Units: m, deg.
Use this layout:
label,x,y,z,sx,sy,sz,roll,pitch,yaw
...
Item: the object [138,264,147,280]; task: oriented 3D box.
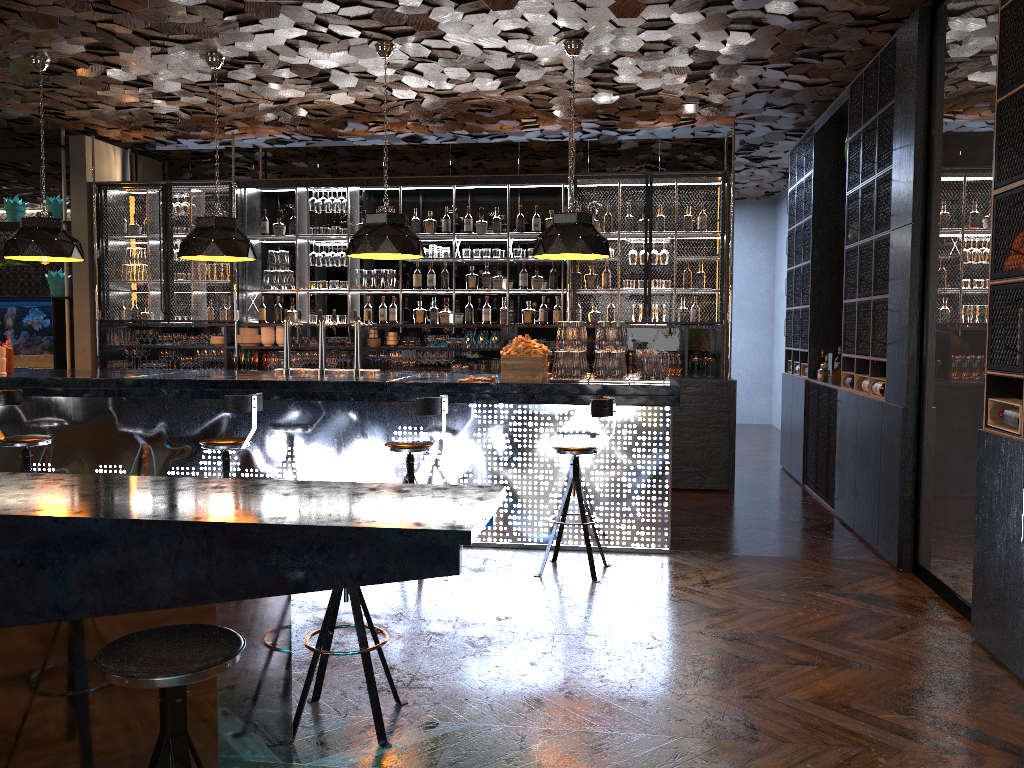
label,x,y,z,sx,sy,sz,roll,pitch,yaw
object,-4.063,-1.224,9.761,0.092,0.182,0.092,0,4,2

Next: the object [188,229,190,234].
label,x,y,z,sx,sy,sz,roll,pitch,yaw
object,-3.533,-1.669,9.779,0.077,0.080,0.077,4,5,43

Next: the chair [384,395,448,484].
label,x,y,z,sx,sy,sz,roll,pitch,yaw
chair,-0.627,0.626,5.670,0.476,1.108,0.419,2,4,22

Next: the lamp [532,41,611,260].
label,x,y,z,sx,sy,sz,roll,pitch,yaw
lamp,0.448,-1.732,6.602,0.582,1.564,0.607,1,4,7

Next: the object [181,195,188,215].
label,x,y,z,sx,sy,sz,roll,pitch,yaw
object,-3.593,-1.964,9.737,0.081,0.213,0.081,1,4,13

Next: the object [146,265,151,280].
label,x,y,z,sx,sy,sz,roll,pitch,yaw
object,-4.061,-1.230,9.858,0.092,0.182,0.092,0,4,2

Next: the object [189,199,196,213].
label,x,y,z,sx,sy,sz,roll,pitch,yaw
object,-3.503,-1.963,9.725,0.081,0.213,0.081,1,4,13

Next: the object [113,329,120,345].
label,x,y,z,sx,sy,sz,roll,pitch,yaw
object,-4.310,-0.512,9.653,0.067,0.174,0.067,-3,5,-43

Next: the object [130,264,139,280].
label,x,y,z,sx,sy,sz,roll,pitch,yaw
object,-4.161,-1.226,9.784,0.092,0.182,0.092,0,4,2

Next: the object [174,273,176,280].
label,x,y,z,sx,sy,sz,roll,pitch,yaw
object,-3.712,-1.167,9.702,0.077,0.080,0.077,-1,4,-14

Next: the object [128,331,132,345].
label,x,y,z,sx,sy,sz,roll,pitch,yaw
object,-4.207,-0.506,9.743,0.058,0.152,0.051,-2,4,-31

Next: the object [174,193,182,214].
label,x,y,z,sx,sy,sz,roll,pitch,yaw
object,-3.612,-1.955,9.594,0.081,0.213,0.081,1,4,13

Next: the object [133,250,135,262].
label,x,y,z,sx,sy,sz,roll,pitch,yaw
object,-4.206,-1.414,9.876,0.092,0.182,0.092,0,4,2

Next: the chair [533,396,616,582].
label,x,y,z,sx,sy,sz,roll,pitch,yaw
chair,0.422,0.635,5.601,0.476,1.108,0.419,1,4,17

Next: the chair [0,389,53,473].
label,x,y,z,sx,sy,sz,roll,pitch,yaw
chair,-3.232,0.602,5.858,0.476,1.108,0.419,1,4,7

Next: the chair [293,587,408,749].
label,x,y,z,sx,sy,sz,roll,pitch,yaw
chair,-0.641,0.913,3.436,0.419,0.813,0.419,0,4,2

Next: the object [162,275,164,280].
label,x,y,z,sx,sy,sz,roll,pitch,yaw
object,-3.807,-1.171,9.752,0.077,0.080,0.077,2,4,19

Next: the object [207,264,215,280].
label,x,y,z,sx,sy,sz,roll,pitch,yaw
object,-3.291,-1.218,9.725,0.092,0.182,0.092,0,4,2

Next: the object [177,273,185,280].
label,x,y,z,sx,sy,sz,roll,pitch,yaw
object,-3.595,-1.163,9.633,0.077,0.080,0.077,0,4,3

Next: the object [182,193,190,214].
label,x,y,z,sx,sy,sz,roll,pitch,yaw
object,-3.522,-1.954,9.583,0.081,0.213,0.081,1,4,13

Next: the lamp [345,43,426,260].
label,x,y,z,sx,sy,sz,roll,pitch,yaw
lamp,-0.952,-1.743,6.662,0.582,1.564,0.607,1,4,7

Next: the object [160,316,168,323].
label,x,y,z,sx,sy,sz,roll,pitch,yaw
object,-3.815,-0.704,9.724,0.077,0.080,0.077,-3,5,-43

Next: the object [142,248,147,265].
label,x,y,z,sx,sy,sz,roll,pitch,yaw
object,-4.105,-1.412,9.853,0.092,0.182,0.092,0,4,2

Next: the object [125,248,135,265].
label,x,y,z,sx,sy,sz,roll,pitch,yaw
object,-4.213,-1.408,9.778,0.092,0.182,0.092,0,4,2

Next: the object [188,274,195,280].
label,x,y,z,sx,sy,sz,roll,pitch,yaw
object,-3.535,-1.172,9.784,0.077,0.080,0.077,0,4,3

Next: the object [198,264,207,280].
label,x,y,z,sx,sy,sz,roll,pitch,yaw
object,-3.359,-1.213,9.633,0.092,0.182,0.092,0,4,2

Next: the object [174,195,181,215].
label,x,y,z,sx,sy,sz,roll,pitch,yaw
object,-3.679,-1.965,9.748,0.081,0.213,0.081,1,4,13

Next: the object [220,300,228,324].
label,x,y,z,sx,sy,sz,roll,pitch,yaw
object,-3.159,-0.791,9.715,0.075,0.260,0.075,-2,4,-34

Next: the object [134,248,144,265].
label,x,y,z,sx,sy,sz,roll,pitch,yaw
object,-4.111,-1.407,9.773,0.092,0.182,0.092,0,4,2

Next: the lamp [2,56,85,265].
label,x,y,z,sx,sy,sz,roll,pitch,yaw
lamp,-3.718,-1.753,7.015,0.582,1.606,0.607,1,4,7

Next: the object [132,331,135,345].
label,x,y,z,sx,sy,sz,roll,pitch,yaw
object,-4.197,-0.509,9.801,0.051,0.152,0.058,3,4,34

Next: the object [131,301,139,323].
label,x,y,z,sx,sy,sz,roll,pitch,yaw
object,-4.162,-0.801,9.796,0.075,0.260,0.075,3,5,41

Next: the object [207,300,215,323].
label,x,y,z,sx,sy,sz,roll,pitch,yaw
object,-3.298,-0.791,9.711,0.075,0.261,0.075,-2,4,-34

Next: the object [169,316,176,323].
label,x,y,z,sx,sy,sz,roll,pitch,yaw
object,-3.713,-0.702,9.699,0.077,0.080,0.077,0,4,-7

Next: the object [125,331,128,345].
label,x,y,z,sx,sy,sz,roll,pitch,yaw
object,-4.219,-0.502,9.683,0.058,0.152,0.051,1,4,11

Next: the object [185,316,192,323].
label,x,y,z,sx,sy,sz,roll,pitch,yaw
object,-3.541,-0.701,9.708,0.077,0.080,0.077,0,4,-4

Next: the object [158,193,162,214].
label,x,y,z,sx,sy,sz,roll,pitch,yaw
object,-3.793,-1.957,9.618,0.081,0.213,0.081,1,4,13

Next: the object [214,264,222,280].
label,x,y,z,sx,sy,sz,roll,pitch,yaw
object,-3.190,-1.212,9.635,0.092,0.182,0.092,0,4,2

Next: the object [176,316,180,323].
label,x,y,z,sx,sy,sz,roll,pitch,yaw
object,-3.729,-0.712,9.862,0.077,0.080,0.077,-3,5,-43

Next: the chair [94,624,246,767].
label,x,y,z,sx,sy,sz,roll,pitch,yaw
chair,-0.786,0.998,2.069,0.419,0.813,0.419,0,4,2

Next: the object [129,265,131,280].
label,x,y,z,sx,sy,sz,roll,pitch,yaw
object,-4.260,-1.233,9.900,0.092,0.182,0.092,0,4,2

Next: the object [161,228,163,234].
label,x,y,z,sx,sy,sz,roll,pitch,yaw
object,-3.801,-1.666,9.717,0.077,0.080,0.077,0,4,-2

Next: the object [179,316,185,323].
label,x,y,z,sx,sy,sz,roll,pitch,yaw
object,-3.625,-0.706,9.774,0.077,0.080,0.077,-2,4,-27

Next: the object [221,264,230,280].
label,x,y,z,sx,sy,sz,roll,pitch,yaw
object,-3.099,-1.209,9.602,0.092,0.182,0.092,0,4,2

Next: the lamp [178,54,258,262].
label,x,y,z,sx,sy,sz,roll,pitch,yaw
lamp,-2.320,-1.769,6.958,0.582,1.564,0.607,1,4,7

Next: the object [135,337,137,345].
label,x,y,z,sx,sy,sz,roll,pitch,yaw
object,-4.204,-0.513,9.861,0.051,0.152,0.058,2,4,31

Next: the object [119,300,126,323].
label,x,y,z,sx,sy,sz,roll,pitch,yaw
object,-4.324,-0.804,9.845,0.075,0.261,0.075,-2,4,-34

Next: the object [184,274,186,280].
label,x,y,z,sx,sy,sz,roll,pitch,yaw
object,-3.639,-1.173,9.791,0.077,0.080,0.077,-2,4,-28

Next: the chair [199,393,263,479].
label,x,y,z,sx,sy,sz,roll,pitch,yaw
chair,-1.840,0.613,5.779,0.476,1.108,0.419,2,4,22

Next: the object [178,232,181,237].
label,x,y,z,sx,sy,sz,roll,pitch,yaw
object,-3.642,-1.670,9.784,0.077,0.080,0.077,-2,4,-27

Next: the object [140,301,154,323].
label,x,y,z,sx,sy,sz,roll,pitch,yaw
object,-4.025,-0.790,9.789,0.108,0.244,0.108,2,4,21

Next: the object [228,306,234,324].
label,x,y,z,sx,sy,sz,roll,pitch,yaw
object,-3.059,-0.788,9.682,0.075,0.260,0.075,-2,4,-34

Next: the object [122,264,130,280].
label,x,y,z,sx,sy,sz,roll,pitch,yaw
object,-4.264,-1.227,9.797,0.092,0.182,0.092,0,4,2

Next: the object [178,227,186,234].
label,x,y,z,sx,sy,sz,roll,pitch,yaw
object,-3.581,-1.659,9.624,0.077,0.080,0.077,4,5,43

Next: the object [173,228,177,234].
label,x,y,z,sx,sy,sz,roll,pitch,yaw
object,-3.699,-1.664,9.683,0.077,0.080,0.077,4,5,43
